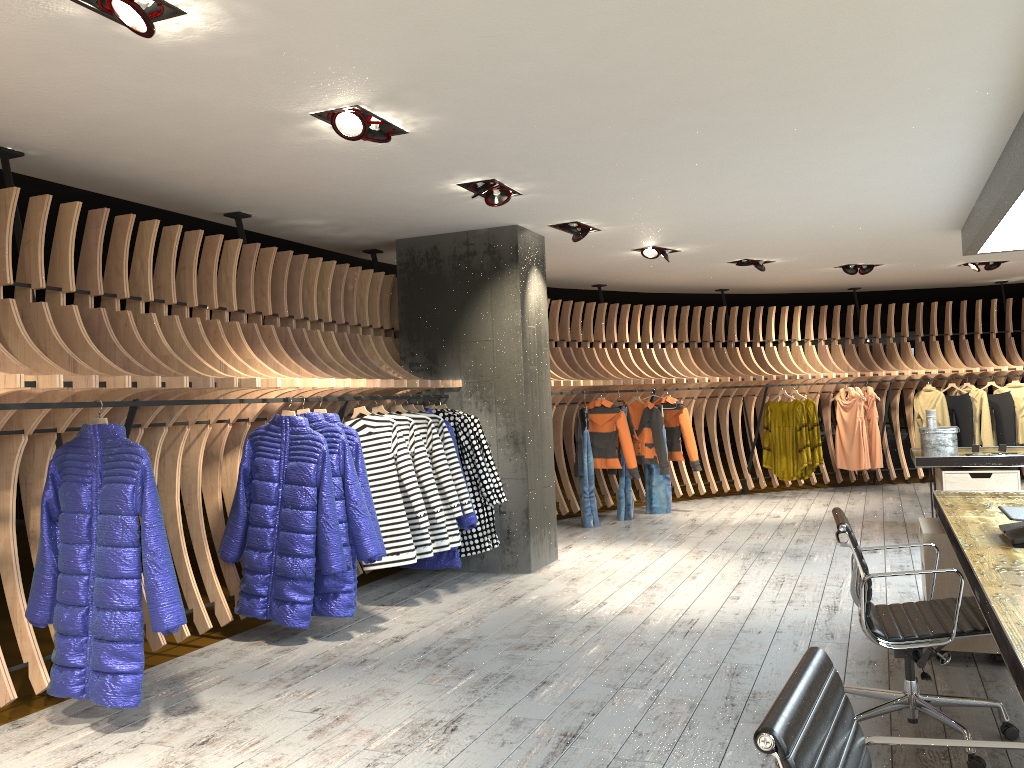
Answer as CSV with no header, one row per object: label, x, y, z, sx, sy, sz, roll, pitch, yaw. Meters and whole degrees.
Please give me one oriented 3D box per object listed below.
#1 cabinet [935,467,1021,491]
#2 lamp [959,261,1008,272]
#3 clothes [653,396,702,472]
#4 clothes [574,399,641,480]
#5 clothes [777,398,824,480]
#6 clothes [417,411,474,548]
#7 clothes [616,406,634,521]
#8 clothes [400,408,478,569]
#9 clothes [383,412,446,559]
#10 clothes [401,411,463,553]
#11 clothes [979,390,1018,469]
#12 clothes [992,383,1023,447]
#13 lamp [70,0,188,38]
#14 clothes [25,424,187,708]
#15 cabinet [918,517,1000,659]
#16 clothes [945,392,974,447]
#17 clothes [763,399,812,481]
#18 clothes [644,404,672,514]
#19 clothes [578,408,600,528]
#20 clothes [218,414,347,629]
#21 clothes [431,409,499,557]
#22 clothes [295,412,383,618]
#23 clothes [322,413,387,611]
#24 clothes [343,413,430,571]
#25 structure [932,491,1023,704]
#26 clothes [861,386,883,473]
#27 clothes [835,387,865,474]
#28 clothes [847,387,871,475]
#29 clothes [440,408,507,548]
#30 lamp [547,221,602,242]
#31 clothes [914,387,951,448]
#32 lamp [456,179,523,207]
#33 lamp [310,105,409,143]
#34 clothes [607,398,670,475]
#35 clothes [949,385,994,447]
cabinet,4.091,1.035,7.837,0.593,0.631,1.131,-3,-2,22
lamp,5.622,-1.481,10.585,0.492,0.284,0.269,-2,-2,3
clothes,1.861,0.586,10.506,0.201,0.881,0.839,-1,-2,-37
clothes,0.996,0.607,9.765,0.839,0.881,0.201,-4,-2,37
clothes,3.667,0.708,11.391,0.168,1.045,0.664,-1,-2,-37
clothes,-0.627,0.727,6.586,0.752,1.062,0.128,-3,-2,21
clothes,1.233,0.953,9.920,0.200,1.422,0.308,-3,-2,14
clothes,-0.665,0.802,6.823,0.885,1.239,0.245,-3,-2,19
clothes,-0.796,0.725,6.179,0.752,1.062,0.128,-3,-2,21
clothes,-0.695,0.726,6.421,0.752,1.062,0.128,-3,-2,21
clothes,6.379,0.768,11.701,0.087,1.353,0.539,0,-3,-43
clothes,6.660,0.428,11.680,0.704,0.890,0.250,-4,-3,43
lamp,-1.362,-1.339,2.949,0.269,0.294,0.492,-3,-2,22
clothes,-1.874,0.796,3.974,0.885,1.239,0.245,-3,-2,19
cabinet,2.674,1.026,4.418,1.131,0.631,0.593,-3,-2,22
clothes,5.863,0.790,11.730,0.087,1.353,0.539,-1,-2,-33
clothes,3.497,0.713,11.324,0.168,1.045,0.664,-1,-2,-37
clothes,1.674,0.943,10.319,0.309,1.422,0.200,-2,-2,-6
clothes,0.817,0.962,9.495,0.200,1.422,0.308,-2,-2,-1
clothes,-1.414,0.809,5.291,0.879,1.261,0.242,-3,-2,19
clothes,-0.471,0.782,6.914,0.807,1.188,0.191,-3,-2,23
clothes,-1.214,0.794,5.361,0.883,1.247,0.249,-3,-2,19
clothes,-1.219,0.800,5.556,0.885,1.239,0.245,-3,-2,19
clothes,-0.886,0.725,5.961,0.752,1.062,0.128,-3,-2,21
structure,0.965,0.903,0.029,1.161,0.845,10.449,-3,-1,22
clothes,4.693,0.607,11.658,0.125,1.156,0.447,-2,-2,-13
clothes,4.416,0.618,11.610,0.125,1.156,0.447,-1,-2,-33
clothes,4.531,0.614,11.634,0.125,1.156,0.447,-2,-2,-8
clothes,-0.407,0.783,7.091,0.799,1.186,0.191,-3,-2,23
lamp,0.520,-1.330,7.344,0.269,0.292,0.492,-3,-2,29
clothes,5.537,0.477,11.742,0.250,0.890,0.704,-2,-2,-17
lamp,-0.143,-1.332,5.896,0.269,0.292,0.492,-3,-2,22
lamp,-0.753,-1.339,4.423,0.269,0.286,0.492,-3,-2,22
clothes,1.442,0.598,10.111,0.839,0.881,0.201,-4,-3,42
clothes,6.065,0.456,11.750,0.250,0.890,0.704,-1,-2,-27
